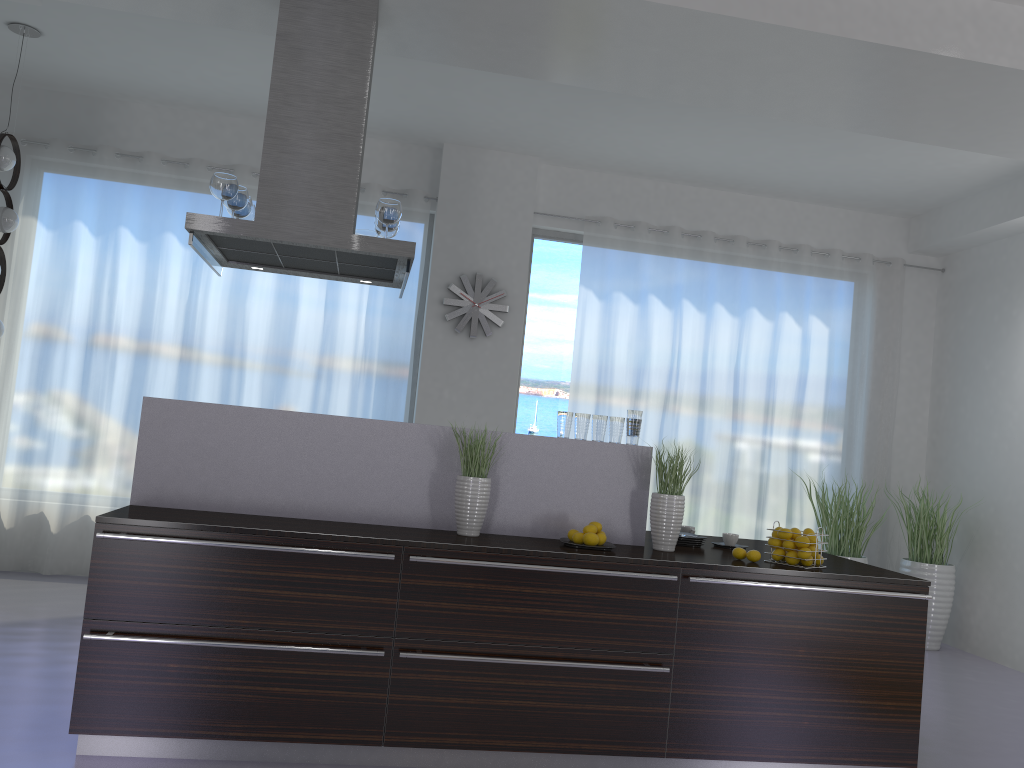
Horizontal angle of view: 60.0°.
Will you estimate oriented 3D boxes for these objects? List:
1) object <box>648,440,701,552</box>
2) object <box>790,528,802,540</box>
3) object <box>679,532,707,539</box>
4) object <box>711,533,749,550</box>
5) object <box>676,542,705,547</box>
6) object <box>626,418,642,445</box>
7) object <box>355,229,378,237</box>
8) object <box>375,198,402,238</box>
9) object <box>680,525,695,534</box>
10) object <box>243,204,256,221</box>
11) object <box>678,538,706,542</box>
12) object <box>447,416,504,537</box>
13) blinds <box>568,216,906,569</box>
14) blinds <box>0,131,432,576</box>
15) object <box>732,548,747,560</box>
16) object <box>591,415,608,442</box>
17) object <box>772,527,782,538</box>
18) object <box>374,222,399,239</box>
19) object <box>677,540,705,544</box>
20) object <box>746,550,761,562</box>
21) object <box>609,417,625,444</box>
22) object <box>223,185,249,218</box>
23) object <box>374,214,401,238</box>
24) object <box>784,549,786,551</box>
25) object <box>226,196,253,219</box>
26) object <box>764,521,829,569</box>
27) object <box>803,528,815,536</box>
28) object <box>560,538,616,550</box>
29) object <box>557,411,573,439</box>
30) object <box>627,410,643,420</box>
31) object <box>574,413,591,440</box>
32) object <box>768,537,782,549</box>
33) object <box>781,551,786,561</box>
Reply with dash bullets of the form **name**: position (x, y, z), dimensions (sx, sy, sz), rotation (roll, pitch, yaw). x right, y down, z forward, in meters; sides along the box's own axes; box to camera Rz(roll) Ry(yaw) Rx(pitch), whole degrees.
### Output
- **object**: position (0.706, 0.480, 3.885), dimensions (0.247, 0.502, 0.269), rotation (3, -4, 34)
- **object**: position (1.224, 0.648, 3.833), dimensions (0.051, 0.053, 0.063), rotation (6, -4, -8)
- **object**: position (0.627, 0.650, 4.306), dimensions (0.646, 0.147, 0.269), rotation (5, -4, 16)
- **object**: position (1.059, 0.763, 4.305), dimensions (0.153, 0.069, 0.153), rotation (8, -5, -36)
- **object**: position (0.799, 0.757, 4.250), dimensions (0.232, 0.020, 0.232), rotation (6, -4, -1)
- **object**: position (0.553, 0.219, 4.049), dimensions (0.072, 0.119, 0.071), rotation (3, -4, 31)
- **object**: position (-0.768, -0.705, 4.625), dimensions (0.137, 0.174, 0.137), rotation (9, -5, -44)
- **object**: position (-0.580, -0.743, 4.125), dimensions (0.125, 0.221, 0.125), rotation (5, -4, 15)
- **object**: position (0.889, 0.760, 4.518), dimensions (0.153, 0.069, 0.153), rotation (4, -4, 24)
- **object**: position (-1.353, -0.798, 4.442), dimensions (0.125, 0.221, 0.125), rotation (5, -4, 15)
- **object**: position (0.801, 0.738, 4.251), dimensions (0.232, 0.020, 0.232), rotation (6, -4, -6)
- **object**: position (-0.163, 0.384, 3.718), dimensions (0.269, 0.502, 0.247), rotation (6, -4, -9)
- **blinds**: position (1.831, 0.346, 7.201), dimensions (2.830, 3.112, 0.120), rotation (6, -4, -9)
- **blinds**: position (-2.356, -0.108, 6.515), dimensions (3.245, 3.112, 0.120), rotation (6, -4, -9)
- **object**: position (0.976, 0.728, 3.802), dimensions (0.053, 0.051, 0.063), rotation (9, -5, -40)
- **object**: position (0.394, 0.202, 4.023), dimensions (0.072, 0.119, 0.071), rotation (3, -4, 31)
- **object**: position (1.159, 0.651, 3.856), dimensions (0.052, 0.060, 0.057), rotation (7, -4, -21)
- **object**: position (-0.631, -0.728, 4.425), dimensions (0.125, 0.221, 0.125), rotation (5, -4, 15)
- **object**: position (0.800, 0.748, 4.250), dimensions (0.232, 0.020, 0.232), rotation (6, -4, -1)
- **object**: position (1.025, 0.730, 3.761), dimensions (0.063, 0.051, 0.053), rotation (6, -4, -5)
- **object**: position (0.473, 0.211, 4.036), dimensions (0.072, 0.119, 0.071), rotation (3, -4, 31)
- **object**: position (-1.302, -0.812, 4.143), dimensions (0.125, 0.221, 0.125), rotation (5, -4, 15)
- **object**: position (-0.607, -0.736, 4.280), dimensions (0.125, 0.221, 0.125), rotation (5, -4, 15)
- **object**: position (1.209, 0.751, 3.913), dimensions (0.053, 0.053, 0.061), rotation (3, -5, 36)
- **object**: position (-1.329, -0.805, 4.298), dimensions (0.125, 0.221, 0.125), rotation (5, -4, 15)
- **object**: position (1.230, 0.692, 3.832), dimensions (0.189, 0.174, 0.207), rotation (9, -5, -44)
- **object**: position (1.294, 0.658, 3.863), dimensions (0.050, 0.060, 0.059), rotation (6, -4, -10)
- **object**: position (0.317, 0.674, 3.720), dimensions (0.232, 0.020, 0.232), rotation (6, -4, -1)
- **object**: position (0.236, 0.185, 3.997), dimensions (0.071, 0.119, 0.072), rotation (2, -5, 41)
- **object**: position (0.556, 0.181, 4.052), dimensions (0.072, 0.119, 0.071), rotation (3, -4, 31)
- **object**: position (0.315, 0.194, 4.010), dimensions (0.072, 0.119, 0.071), rotation (3, -4, 31)
- **object**: position (1.137, 0.686, 3.832), dimensions (0.053, 0.051, 0.063), rotation (9, -5, -40)
- **object**: position (1.171, 0.746, 3.866), dimensions (0.061, 0.053, 0.053), rotation (3, -4, 33)
